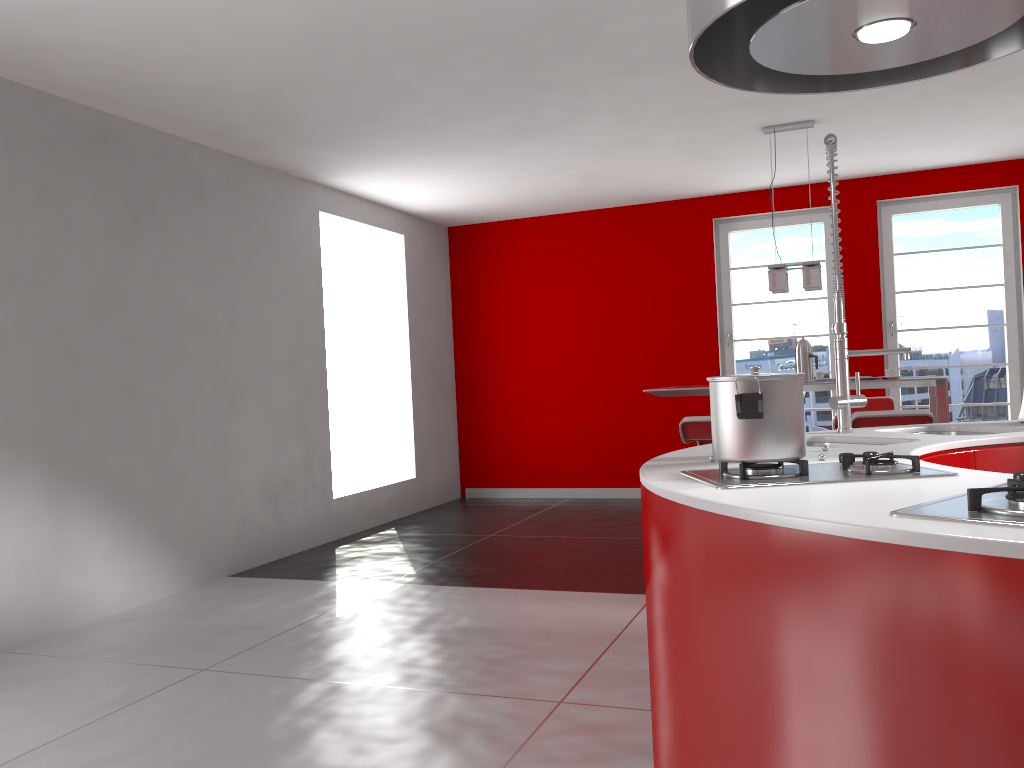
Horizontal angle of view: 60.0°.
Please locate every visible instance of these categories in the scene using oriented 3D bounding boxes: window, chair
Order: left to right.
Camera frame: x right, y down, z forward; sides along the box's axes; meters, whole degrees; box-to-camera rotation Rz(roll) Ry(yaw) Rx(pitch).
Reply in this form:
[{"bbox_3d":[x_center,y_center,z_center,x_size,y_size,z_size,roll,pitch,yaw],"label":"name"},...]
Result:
[{"bbox_3d":[1.195,0.593,4.927,0.418,0.857,0.460,-3,0,26],"label":"chair"},{"bbox_3d":[2.278,-0.391,7.526,0.938,2.038,0.117,-3,0,21],"label":"window"},{"bbox_3d":[2.471,0.527,6.173,0.418,0.857,0.460,-3,0,24],"label":"chair"},{"bbox_3d":[1.972,0.556,4.619,0.418,0.857,0.460,-3,0,17],"label":"chair"},{"bbox_3d":[3.488,-0.448,7.056,0.938,2.038,0.117,-3,0,21],"label":"window"}]

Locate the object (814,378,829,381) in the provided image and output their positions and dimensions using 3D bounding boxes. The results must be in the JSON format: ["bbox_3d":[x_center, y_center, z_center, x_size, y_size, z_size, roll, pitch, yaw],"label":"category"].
[{"bbox_3d":[1.951,-0.025,5.623,0.119,0.016,0.119,-3,0,19],"label":"object"}]

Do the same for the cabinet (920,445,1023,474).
[{"bbox_3d":[1.769,0.531,2.052,1.875,0.761,1.025,-3,0,-24],"label":"cabinet"}]

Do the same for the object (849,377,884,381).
[{"bbox_3d":[2.052,-0.029,5.152,0.217,0.015,0.217,-3,0,-32],"label":"object"}]

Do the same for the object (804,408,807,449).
[{"bbox_3d":[0.655,0.107,2.085,0.080,0.100,0.109,-3,0,-6],"label":"object"}]

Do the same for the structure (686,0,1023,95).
[{"bbox_3d":[0.604,-1.064,1.494,0.644,0.958,0.644,-3,0,-13],"label":"structure"}]

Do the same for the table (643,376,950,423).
[{"bbox_3d":[1.772,0.491,5.557,1.700,1.000,0.800,-3,0,21],"label":"table"}]

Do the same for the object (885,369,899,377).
[{"bbox_3d":[2.258,-0.063,5.272,0.078,0.049,0.062,-3,0,21],"label":"object"}]

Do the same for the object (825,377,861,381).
[{"bbox_3d":[2.013,-0.028,5.412,0.217,0.015,0.217,-3,0,-31],"label":"object"}]

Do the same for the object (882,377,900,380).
[{"bbox_3d":[2.178,-0.033,5.096,0.095,0.012,0.234,-3,0,21],"label":"object"}]

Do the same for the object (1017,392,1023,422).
[{"bbox_3d":[1.689,0.032,2.821,0.091,0.178,0.137,-3,0,-6],"label":"object"}]

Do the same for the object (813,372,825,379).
[{"bbox_3d":[1.946,-0.049,5.629,0.062,0.049,0.078,-3,0,-29],"label":"object"}]

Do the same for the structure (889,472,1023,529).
[{"bbox_3d":[0.793,0.154,1.269,0.457,0.037,0.303,-3,0,-39],"label":"structure"}]

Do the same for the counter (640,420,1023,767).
[{"bbox_3d":[1.535,0.574,2.188,2.865,0.880,1.868,-3,0,-35],"label":"counter"}]

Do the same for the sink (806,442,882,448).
[{"bbox_3d":[0.912,0.269,2.523,0.326,0.172,0.428,-3,0,-30],"label":"sink"}]

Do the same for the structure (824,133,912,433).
[{"bbox_3d":[1.057,-0.306,2.756,0.308,0.920,0.178,-3,0,-25],"label":"structure"}]

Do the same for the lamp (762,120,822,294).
[{"bbox_3d":[1.746,-1.097,5.531,0.304,1.025,0.304,-3,0,21],"label":"lamp"}]

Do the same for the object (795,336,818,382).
[{"bbox_3d":[1.826,-0.155,5.495,0.149,0.287,0.113,-3,0,29],"label":"object"}]

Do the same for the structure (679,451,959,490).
[{"bbox_3d":[0.590,0.162,1.763,0.457,0.037,0.303,-3,0,-4],"label":"structure"}]

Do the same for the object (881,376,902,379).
[{"bbox_3d":[2.252,-0.038,5.274,0.119,0.016,0.119,-3,0,41],"label":"object"}]

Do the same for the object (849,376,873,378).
[{"bbox_3d":[2.184,-0.037,5.658,0.217,0.015,0.217,-3,0,-3],"label":"object"}]

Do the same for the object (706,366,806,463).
[{"bbox_3d":[0.486,0.056,1.759,0.189,0.185,0.218,-3,0,-17],"label":"object"}]

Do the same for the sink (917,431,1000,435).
[{"bbox_3d":[1.357,0.246,2.719,0.326,0.172,0.428,-3,0,-18],"label":"sink"}]
